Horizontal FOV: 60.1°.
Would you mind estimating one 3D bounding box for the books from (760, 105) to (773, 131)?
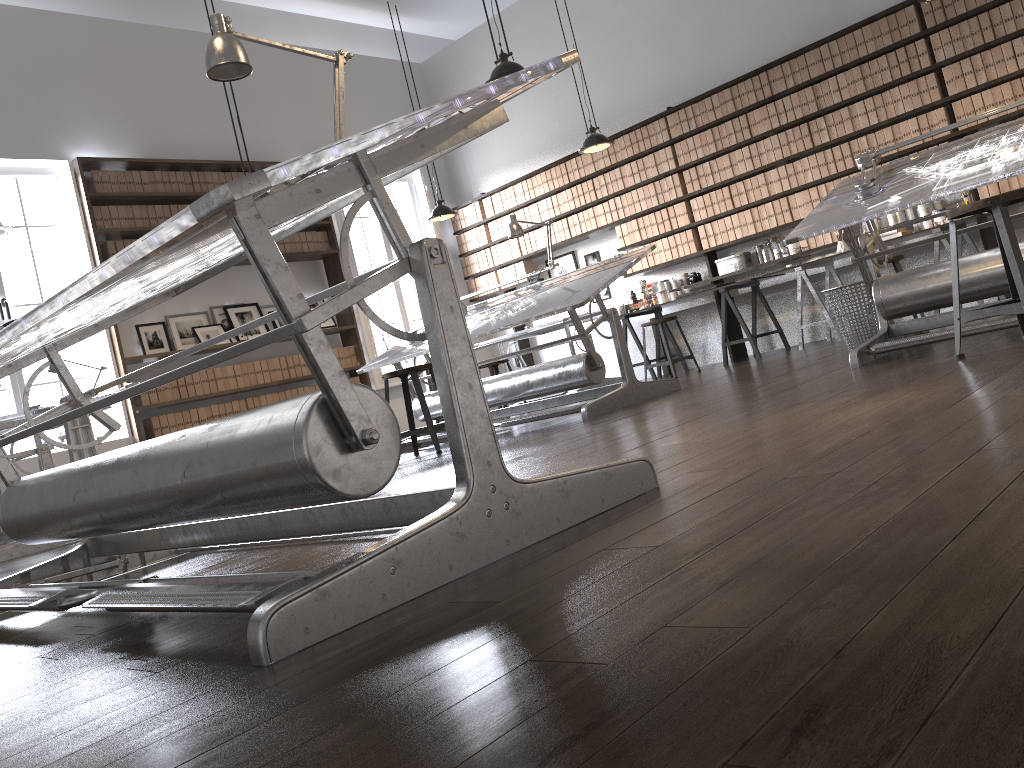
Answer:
[{"bbox_3d":[2.268,-2.322,7.775,0.066,0.226,0.175,-16,-3,43],"label":"books"}]

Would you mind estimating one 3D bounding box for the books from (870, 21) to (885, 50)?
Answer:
[{"bbox_3d":[2.952,-2.773,7.083,0.066,0.226,0.175,-16,-3,43],"label":"books"}]

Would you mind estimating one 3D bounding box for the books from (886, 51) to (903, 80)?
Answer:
[{"bbox_3d":[3.062,-2.514,7.029,0.066,0.226,0.175,-16,-3,43],"label":"books"}]

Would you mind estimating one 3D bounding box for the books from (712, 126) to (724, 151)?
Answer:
[{"bbox_3d":[1.925,-2.240,8.111,0.066,0.226,0.175,-16,-3,43],"label":"books"}]

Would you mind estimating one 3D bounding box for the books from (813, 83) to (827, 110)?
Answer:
[{"bbox_3d":[2.621,-2.407,7.449,0.066,0.226,0.175,-16,-3,43],"label":"books"}]

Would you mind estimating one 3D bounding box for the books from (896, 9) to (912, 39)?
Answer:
[{"bbox_3d":[3.098,-2.808,6.945,0.066,0.226,0.175,-16,-3,43],"label":"books"}]

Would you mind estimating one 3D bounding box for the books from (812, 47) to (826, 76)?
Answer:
[{"bbox_3d":[2.601,-2.688,7.409,0.066,0.226,0.175,-16,-3,43],"label":"books"}]

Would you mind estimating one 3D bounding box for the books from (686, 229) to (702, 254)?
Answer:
[{"bbox_3d":[1.750,-1.358,8.413,0.066,0.226,0.175,-16,-3,43],"label":"books"}]

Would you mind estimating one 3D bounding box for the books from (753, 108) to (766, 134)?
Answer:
[{"bbox_3d":[2.226,-2.312,7.821,0.066,0.226,0.175,-16,-3,43],"label":"books"}]

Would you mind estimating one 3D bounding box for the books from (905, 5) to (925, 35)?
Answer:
[{"bbox_3d":[3.146,-2.819,6.894,0.066,0.226,0.175,-16,-3,43],"label":"books"}]

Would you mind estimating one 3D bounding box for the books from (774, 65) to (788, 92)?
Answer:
[{"bbox_3d":[2.353,-2.628,7.646,0.066,0.226,0.175,-16,-3,43],"label":"books"}]

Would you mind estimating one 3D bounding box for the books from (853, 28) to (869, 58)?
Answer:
[{"bbox_3d":[2.854,-2.749,7.171,0.066,0.226,0.175,-16,-3,43],"label":"books"}]

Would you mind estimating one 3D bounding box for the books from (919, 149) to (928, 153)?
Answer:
[{"bbox_3d":[3.286,-1.727,6.959,0.066,0.226,0.175,-16,-3,43],"label":"books"}]

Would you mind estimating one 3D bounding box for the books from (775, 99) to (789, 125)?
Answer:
[{"bbox_3d":[2.373,-2.348,7.680,0.066,0.226,0.175,-16,-3,43],"label":"books"}]

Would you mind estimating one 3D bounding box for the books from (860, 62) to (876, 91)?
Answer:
[{"bbox_3d":[2.911,-2.477,7.172,0.066,0.226,0.175,-16,-3,43],"label":"books"}]

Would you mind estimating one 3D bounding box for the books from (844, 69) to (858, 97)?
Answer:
[{"bbox_3d":[2.815,-2.454,7.262,0.066,0.226,0.175,-16,-3,43],"label":"books"}]

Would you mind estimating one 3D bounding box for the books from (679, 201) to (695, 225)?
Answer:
[{"bbox_3d":[1.688,-1.621,8.423,0.066,0.226,0.175,-16,-3,43],"label":"books"}]

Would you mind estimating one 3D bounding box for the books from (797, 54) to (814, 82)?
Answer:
[{"bbox_3d":[2.507,-2.665,7.507,0.066,0.226,0.175,-16,-3,43],"label":"books"}]

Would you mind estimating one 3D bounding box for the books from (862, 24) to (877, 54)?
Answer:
[{"bbox_3d":[2.906,-2.761,7.124,0.066,0.226,0.175,-16,-3,43],"label":"books"}]

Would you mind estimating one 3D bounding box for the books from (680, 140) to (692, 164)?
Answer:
[{"bbox_3d":[1.683,-2.182,8.339,0.066,0.226,0.175,-16,-3,43],"label":"books"}]

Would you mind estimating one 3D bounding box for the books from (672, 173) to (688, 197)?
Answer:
[{"bbox_3d":[1.625,-1.892,8.443,0.066,0.226,0.175,-16,-3,43],"label":"books"}]

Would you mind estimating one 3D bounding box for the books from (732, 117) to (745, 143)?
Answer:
[{"bbox_3d":[2.076,-2.276,7.968,0.066,0.226,0.175,-16,-3,43],"label":"books"}]

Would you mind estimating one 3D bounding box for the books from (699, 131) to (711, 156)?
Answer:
[{"bbox_3d":[1.829,-2.217,8.200,0.066,0.226,0.175,-16,-3,43],"label":"books"}]

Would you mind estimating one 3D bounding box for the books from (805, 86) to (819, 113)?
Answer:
[{"bbox_3d":[2.567,-2.394,7.491,0.066,0.226,0.175,-16,-3,43],"label":"books"}]

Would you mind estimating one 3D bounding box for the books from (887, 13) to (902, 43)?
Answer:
[{"bbox_3d":[3.048,-2.796,6.993,0.066,0.226,0.175,-16,-3,43],"label":"books"}]

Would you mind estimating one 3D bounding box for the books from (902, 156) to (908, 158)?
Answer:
[{"bbox_3d":[3.181,-1.702,7.060,0.066,0.226,0.175,-16,-3,43],"label":"books"}]

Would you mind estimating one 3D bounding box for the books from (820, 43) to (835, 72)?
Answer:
[{"bbox_3d":[2.653,-2.700,7.361,0.066,0.226,0.175,-16,-3,43],"label":"books"}]

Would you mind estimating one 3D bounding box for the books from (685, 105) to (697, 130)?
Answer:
[{"bbox_3d":[1.713,-2.474,8.260,0.066,0.226,0.175,-16,-3,43],"label":"books"}]

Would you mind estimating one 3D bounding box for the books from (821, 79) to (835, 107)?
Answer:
[{"bbox_3d":[2.670,-2.419,7.401,0.066,0.226,0.175,-16,-3,43],"label":"books"}]

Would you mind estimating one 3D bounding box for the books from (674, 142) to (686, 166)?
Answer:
[{"bbox_3d":[1.635,-2.170,8.388,0.066,0.226,0.175,-16,-3,43],"label":"books"}]

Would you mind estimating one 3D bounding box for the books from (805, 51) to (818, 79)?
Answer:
[{"bbox_3d":[2.559,-2.678,7.455,0.066,0.226,0.175,-16,-3,43],"label":"books"}]

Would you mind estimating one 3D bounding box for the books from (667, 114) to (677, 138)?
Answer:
[{"bbox_3d":[1.566,-2.439,8.401,0.066,0.226,0.175,-16,-3,43],"label":"books"}]

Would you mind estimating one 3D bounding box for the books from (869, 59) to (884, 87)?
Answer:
[{"bbox_3d":[2.961,-2.489,7.124,0.066,0.226,0.175,-16,-3,43],"label":"books"}]

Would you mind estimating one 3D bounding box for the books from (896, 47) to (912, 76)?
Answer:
[{"bbox_3d":[3.112,-2.526,6.974,0.066,0.226,0.175,-16,-3,43],"label":"books"}]

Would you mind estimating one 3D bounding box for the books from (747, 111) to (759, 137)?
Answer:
[{"bbox_3d":[2.182,-2.301,7.867,0.066,0.226,0.175,-16,-3,43],"label":"books"}]

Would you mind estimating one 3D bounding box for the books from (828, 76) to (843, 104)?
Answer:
[{"bbox_3d":[2.717,-2.430,7.350,0.066,0.226,0.175,-16,-3,43],"label":"books"}]

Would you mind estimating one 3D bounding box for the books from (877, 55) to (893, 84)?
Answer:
[{"bbox_3d":[3.009,-2.501,7.073,0.066,0.226,0.175,-16,-3,43],"label":"books"}]

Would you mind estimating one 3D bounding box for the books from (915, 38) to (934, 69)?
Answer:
[{"bbox_3d":[3.220,-2.552,6.875,0.066,0.226,0.175,-16,-3,43],"label":"books"}]

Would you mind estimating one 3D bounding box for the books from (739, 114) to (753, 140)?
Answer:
[{"bbox_3d":[2.125,-2.288,7.913,0.066,0.226,0.175,-16,-3,43],"label":"books"}]

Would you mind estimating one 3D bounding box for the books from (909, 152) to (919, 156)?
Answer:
[{"bbox_3d":[3.230,-1.714,7.005,0.066,0.226,0.175,-16,-3,43],"label":"books"}]

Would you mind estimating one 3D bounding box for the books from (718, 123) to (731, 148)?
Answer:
[{"bbox_3d":[1.975,-2.252,8.063,0.066,0.226,0.175,-16,-3,43],"label":"books"}]

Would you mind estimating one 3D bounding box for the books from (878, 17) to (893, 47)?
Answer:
[{"bbox_3d":[2.996,-2.783,7.034,0.066,0.226,0.175,-16,-3,43],"label":"books"}]

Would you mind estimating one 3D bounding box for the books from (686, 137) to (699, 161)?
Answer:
[{"bbox_3d":[1.730,-2.193,8.289,0.066,0.226,0.175,-16,-3,43],"label":"books"}]

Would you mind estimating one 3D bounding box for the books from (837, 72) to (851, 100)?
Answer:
[{"bbox_3d":[2.770,-2.443,7.303,0.066,0.226,0.175,-16,-3,43],"label":"books"}]

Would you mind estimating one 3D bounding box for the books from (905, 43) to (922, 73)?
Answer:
[{"bbox_3d":[3.168,-2.539,6.928,0.066,0.226,0.175,-16,-3,43],"label":"books"}]

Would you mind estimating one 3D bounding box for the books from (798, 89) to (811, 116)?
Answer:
[{"bbox_3d":[2.523,-2.384,7.540,0.066,0.226,0.175,-16,-3,43],"label":"books"}]

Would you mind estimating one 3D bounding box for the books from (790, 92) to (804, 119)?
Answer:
[{"bbox_3d":[2.478,-2.373,7.581,0.066,0.226,0.175,-16,-3,43],"label":"books"}]

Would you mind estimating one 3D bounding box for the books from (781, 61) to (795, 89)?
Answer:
[{"bbox_3d":[2.407,-2.641,7.599,0.066,0.226,0.175,-16,-3,43],"label":"books"}]

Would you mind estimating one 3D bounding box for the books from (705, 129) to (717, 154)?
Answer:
[{"bbox_3d":[1.873,-2.227,8.152,0.066,0.226,0.175,-16,-3,43],"label":"books"}]

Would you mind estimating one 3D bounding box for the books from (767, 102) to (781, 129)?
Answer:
[{"bbox_3d":[2.320,-2.335,7.726,0.066,0.226,0.175,-16,-3,43],"label":"books"}]

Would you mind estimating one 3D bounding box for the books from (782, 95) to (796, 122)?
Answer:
[{"bbox_3d":[2.425,-2.360,7.628,0.066,0.226,0.175,-16,-3,43],"label":"books"}]

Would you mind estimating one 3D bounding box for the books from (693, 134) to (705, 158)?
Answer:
[{"bbox_3d":[1.783,-2.205,8.242,0.066,0.226,0.175,-16,-3,43],"label":"books"}]

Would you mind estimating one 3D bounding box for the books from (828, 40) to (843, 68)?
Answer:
[{"bbox_3d":[2.706,-2.713,7.314,0.066,0.226,0.175,-16,-3,43],"label":"books"}]

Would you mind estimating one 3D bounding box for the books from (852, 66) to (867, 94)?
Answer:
[{"bbox_3d":[2.859,-2.465,7.213,0.066,0.226,0.175,-16,-3,43],"label":"books"}]

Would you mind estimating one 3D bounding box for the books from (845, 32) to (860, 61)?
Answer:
[{"bbox_3d":[2.807,-2.737,7.222,0.066,0.226,0.175,-16,-3,43],"label":"books"}]

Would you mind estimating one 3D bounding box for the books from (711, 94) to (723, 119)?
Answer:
[{"bbox_3d":[1.913,-2.522,8.069,0.066,0.226,0.175,-16,-3,43],"label":"books"}]

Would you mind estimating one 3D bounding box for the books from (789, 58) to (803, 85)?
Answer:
[{"bbox_3d":[2.459,-2.654,7.555,0.066,0.226,0.175,-16,-3,43],"label":"books"}]

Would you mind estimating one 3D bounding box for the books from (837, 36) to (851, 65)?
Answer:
[{"bbox_3d":[2.758,-2.726,7.270,0.066,0.226,0.175,-16,-3,43],"label":"books"}]

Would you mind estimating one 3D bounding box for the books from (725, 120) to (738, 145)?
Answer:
[{"bbox_3d":[2.022,-2.263,8.012,0.066,0.226,0.175,-16,-3,43],"label":"books"}]
